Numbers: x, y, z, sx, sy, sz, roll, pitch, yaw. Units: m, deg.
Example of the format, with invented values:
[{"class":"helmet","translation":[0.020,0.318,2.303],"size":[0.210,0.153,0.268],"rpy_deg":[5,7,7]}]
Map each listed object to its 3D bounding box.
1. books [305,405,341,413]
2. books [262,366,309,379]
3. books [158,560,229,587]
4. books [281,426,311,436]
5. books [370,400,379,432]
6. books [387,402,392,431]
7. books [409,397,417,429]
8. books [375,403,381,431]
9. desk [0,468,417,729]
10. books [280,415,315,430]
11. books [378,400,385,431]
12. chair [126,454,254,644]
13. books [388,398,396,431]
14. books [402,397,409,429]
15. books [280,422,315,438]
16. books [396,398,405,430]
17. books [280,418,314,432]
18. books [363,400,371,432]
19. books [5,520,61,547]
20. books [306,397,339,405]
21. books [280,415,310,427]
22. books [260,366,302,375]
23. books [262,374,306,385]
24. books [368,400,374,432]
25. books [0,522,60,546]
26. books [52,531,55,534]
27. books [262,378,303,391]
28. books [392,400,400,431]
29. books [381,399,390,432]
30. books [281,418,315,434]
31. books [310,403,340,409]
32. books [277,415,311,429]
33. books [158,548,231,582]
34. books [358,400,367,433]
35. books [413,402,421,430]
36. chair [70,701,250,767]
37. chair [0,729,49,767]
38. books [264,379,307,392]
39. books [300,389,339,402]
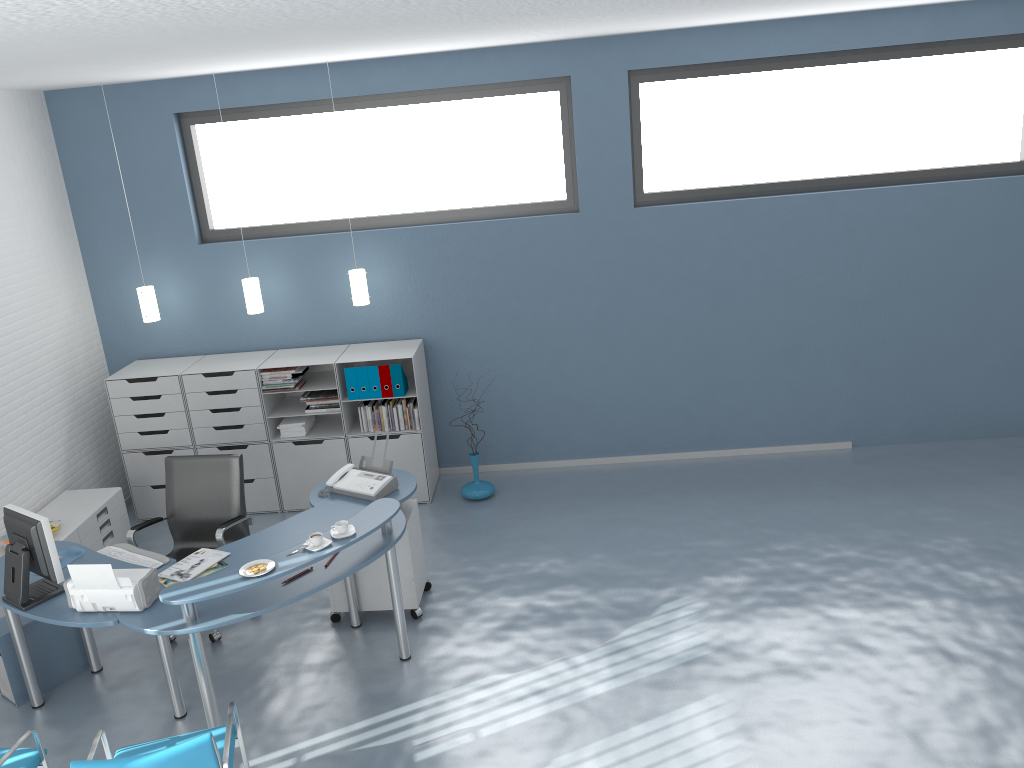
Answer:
[{"class":"books","translation":[-1.389,0.165,6.629],"size":[0.265,0.034,0.212],"rpy_deg":[-4,17,4]},{"class":"books","translation":[-1.678,-0.090,6.575],"size":[0.298,0.034,0.187],"rpy_deg":[-4,17,4]},{"class":"books","translation":[-1.569,0.917,4.343],"size":[0.300,0.005,0.200],"rpy_deg":[-20,22,-39]},{"class":"books","translation":[-1.633,0.335,6.749],"size":[0.190,0.015,0.270],"rpy_deg":[-5,17,1]},{"class":"books","translation":[-1.014,0.236,6.615],"size":[0.032,0.203,0.157],"rpy_deg":[-4,17,4]},{"class":"books","translation":[-0.899,0.228,6.609],"size":[0.017,0.203,0.155],"rpy_deg":[-4,17,4]},{"class":"books","translation":[-0.729,0.216,6.596],"size":[0.032,0.203,0.157],"rpy_deg":[-4,17,4]},{"class":"books","translation":[-0.986,0.249,6.618],"size":[0.021,0.172,0.157],"rpy_deg":[-4,17,4]},{"class":"desk","translation":[-1.454,1.154,4.601],"size":[2.282,0.900,1.402],"rpy_deg":[-12,18,-20]},{"class":"books","translation":[-1.630,0.290,6.740],"size":[0.190,0.015,0.270],"rpy_deg":[-3,17,6]},{"class":"books","translation":[-0.961,0.236,6.619],"size":[0.032,0.193,0.146],"rpy_deg":[-4,17,4]},{"class":"chair","translation":[-1.864,0.975,5.215],"size":[0.584,0.948,0.652],"rpy_deg":[-2,17,9]},{"class":"books","translation":[-0.882,0.205,6.600],"size":[0.021,0.247,0.157],"rpy_deg":[-4,17,4]},{"class":"books","translation":[-0.783,0.205,6.605],"size":[0.032,0.229,0.138],"rpy_deg":[-4,17,4]},{"class":"books","translation":[-1.632,0.349,6.753],"size":[0.190,0.015,0.270],"rpy_deg":[-4,17,4]},{"class":"books","translation":[-0.818,0.222,6.602],"size":[0.040,0.203,0.157],"rpy_deg":[-4,17,4]},{"class":"books","translation":[-1.628,0.306,6.737],"size":[0.190,0.015,0.270],"rpy_deg":[-4,17,4]},{"class":"books","translation":[-1.069,0.225,6.624],"size":[0.032,0.229,0.138],"rpy_deg":[-4,17,4]},{"class":"books","translation":[-2.990,0.937,5.542],"size":[0.210,0.020,0.300],"rpy_deg":[-6,17,-1]},{"class":"books","translation":[-1.387,0.107,6.619],"size":[0.251,0.034,0.197],"rpy_deg":[-4,17,4]},{"class":"books","translation":[-1.640,0.263,6.727],"size":[0.190,0.015,0.270],"rpy_deg":[-6,17,-1]},{"class":"books","translation":[-1.701,-0.113,6.556],"size":[0.258,0.024,0.212],"rpy_deg":[-4,17,4]},{"class":"books","translation":[-1.692,-0.048,6.576],"size":[0.265,0.044,0.212],"rpy_deg":[-4,17,4]},{"class":"books","translation":[-1.041,0.241,6.618],"size":[0.022,0.198,0.157],"rpy_deg":[-4,17,4]},{"class":"books","translation":[-3.002,0.930,5.502],"size":[0.210,0.020,0.300],"rpy_deg":[8,22,37]},{"class":"books","translation":[-2.995,0.948,5.575],"size":[0.210,0.020,0.300],"rpy_deg":[-9,18,-11]},{"class":"books","translation":[-1.701,-0.006,6.578],"size":[0.240,0.034,0.234],"rpy_deg":[-4,17,4]},{"class":"books","translation":[-0.854,0.236,6.599],"size":[0.032,0.184,0.173],"rpy_deg":[-4,17,4]},{"class":"books","translation":[-0.928,0.225,6.603],"size":[0.038,0.217,0.166],"rpy_deg":[-4,17,4]},{"class":"books","translation":[-1.626,0.319,6.747],"size":[0.190,0.015,0.270],"rpy_deg":[-4,17,5]},{"class":"books","translation":[-1.371,0.136,6.619],"size":[0.224,0.023,0.212],"rpy_deg":[-4,17,4]},{"class":"books","translation":[-1.649,0.281,6.723],"size":[0.190,0.015,0.270],"rpy_deg":[-4,17,4]},{"class":"books","translation":[-1.577,0.897,4.404],"size":[0.200,0.010,0.300],"rpy_deg":[4,19,27]},{"class":"books","translation":[-1.104,0.242,6.622],"size":[0.040,0.203,0.157],"rpy_deg":[-4,17,4]},{"class":"books","translation":[-0.696,0.236,6.589],"size":[0.032,0.163,0.178],"rpy_deg":[-4,17,4]},{"class":"chair","translation":[-1.353,1.587,3.507],"size":[0.542,0.707,0.543],"rpy_deg":[-9,18,-11]},{"class":"chair","translation":[-2.221,1.659,3.533],"size":[0.542,0.707,0.543],"rpy_deg":[-3,17,8]},{"class":"books","translation":[-1.686,0.014,6.597],"size":[0.265,0.019,0.209],"rpy_deg":[-4,17,4]},{"class":"books","translation":[-1.406,0.076,6.596],"size":[0.283,0.041,0.224],"rpy_deg":[-4,17,4]}]
